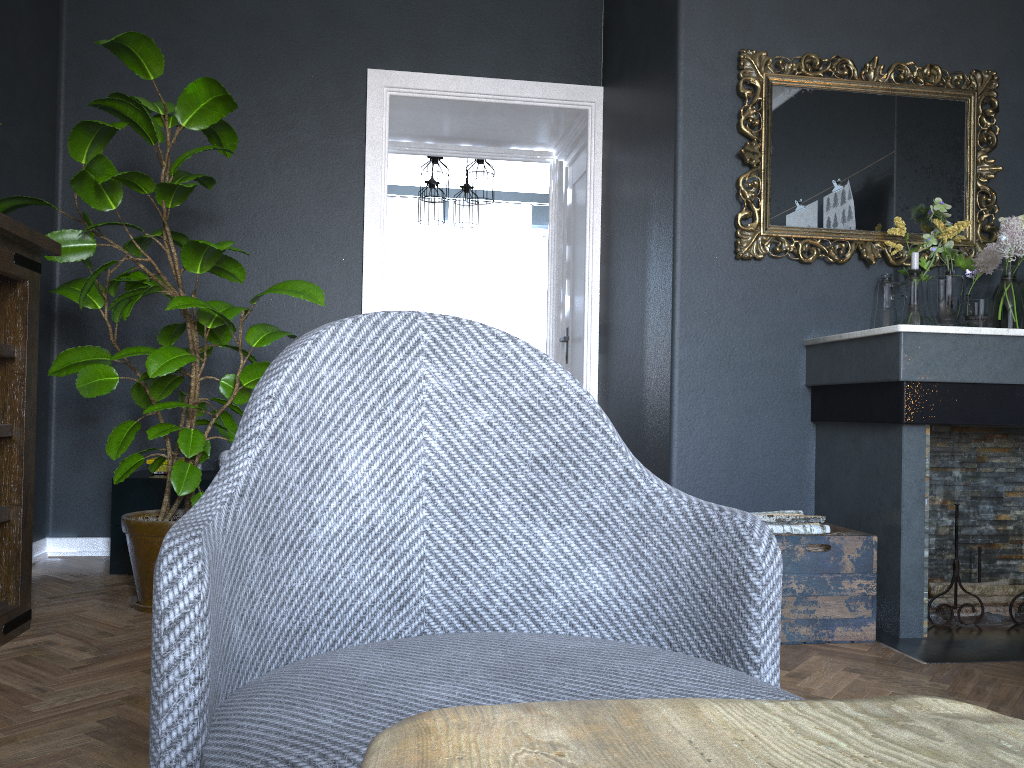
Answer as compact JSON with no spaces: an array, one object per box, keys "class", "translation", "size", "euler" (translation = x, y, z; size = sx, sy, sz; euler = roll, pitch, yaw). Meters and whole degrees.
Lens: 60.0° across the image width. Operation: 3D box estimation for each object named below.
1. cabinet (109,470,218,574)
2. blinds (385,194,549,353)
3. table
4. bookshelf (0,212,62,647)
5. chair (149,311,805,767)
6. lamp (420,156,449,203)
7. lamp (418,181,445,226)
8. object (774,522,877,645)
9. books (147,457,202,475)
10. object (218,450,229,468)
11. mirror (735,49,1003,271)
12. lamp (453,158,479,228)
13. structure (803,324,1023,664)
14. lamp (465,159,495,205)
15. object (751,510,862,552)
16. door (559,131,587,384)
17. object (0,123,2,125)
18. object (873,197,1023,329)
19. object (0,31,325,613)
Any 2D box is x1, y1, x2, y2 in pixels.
[{"class":"cabinet","translation":[-1.297,0.579,3.772],"size":[0.650,0.390,0.456],"euler":[1,-1,-9]},{"class":"blinds","translation":[-0.629,-0.456,8.867],"size":[3.993,2.788,0.312],"euler":[1,-1,-9]},{"class":"table","translation":[0.136,0.414,0.042],"size":[0.339,0.550,0.788],"euler":[1,-1,-9]},{"class":"bookshelf","translation":[-1.477,0.123,1.740],"size":[0.451,1.172,1.919],"euler":[1,-2,-9]},{"class":"chair","translation":[-0.058,0.305,0.955],"size":[0.645,0.811,0.495],"euler":[2,-1,-31]},{"class":"lamp","translation":[-0.589,-1.767,6.806],"size":[0.210,0.714,0.210],"euler":[1,-1,5]},{"class":"lamp","translation":[-0.645,-1.706,7.190],"size":[0.210,0.804,0.210],"euler":[1,-1,5]},{"class":"object","translation":[0.879,0.627,2.938],"size":[0.383,0.326,0.552],"euler":[1,-2,-9]},{"class":"books","translation":[-1.437,0.349,3.786],"size":[0.215,0.066,0.162],"euler":[2,-2,-13]},{"class":"object","translation":[-1.166,0.255,3.829],"size":[0.228,0.268,0.229],"euler":[1,-1,25]},{"class":"mirror","translation":[1.343,-0.831,3.318],"size":[1.057,0.784,0.067],"euler":[1,-1,-9]},{"class":"lamp","translation":[-0.384,-1.719,7.542],"size":[0.210,0.747,0.210],"euler":[1,-1,5]},{"class":"structure","translation":[1.622,0.327,2.974],"size":[1.065,0.981,0.834],"euler":[1,-1,-9]},{"class":"lamp","translation":[-0.232,-1.735,6.567],"size":[0.210,0.769,0.210],"euler":[1,-1,5]},{"class":"object","translation":[0.885,0.551,2.941],"size":[0.370,0.246,0.533],"euler":[1,-2,-8]},{"class":"door","translation":[0.391,-0.254,4.834],"size":[0.162,2.186,0.857],"euler":[1,-1,-9]},{"class":"object","translation":[-1.535,-0.654,2.279],"size":[0.385,0.412,0.275],"euler":[2,-1,-31]},{"class":"object","translation":[1.725,-0.429,3.161],"size":[0.727,0.547,0.474],"euler":[1,-1,-6]},{"class":"object","translation":[-1.235,-0.189,3.060],"size":[1.118,1.898,0.764],"euler":[1,-1,-15]}]
